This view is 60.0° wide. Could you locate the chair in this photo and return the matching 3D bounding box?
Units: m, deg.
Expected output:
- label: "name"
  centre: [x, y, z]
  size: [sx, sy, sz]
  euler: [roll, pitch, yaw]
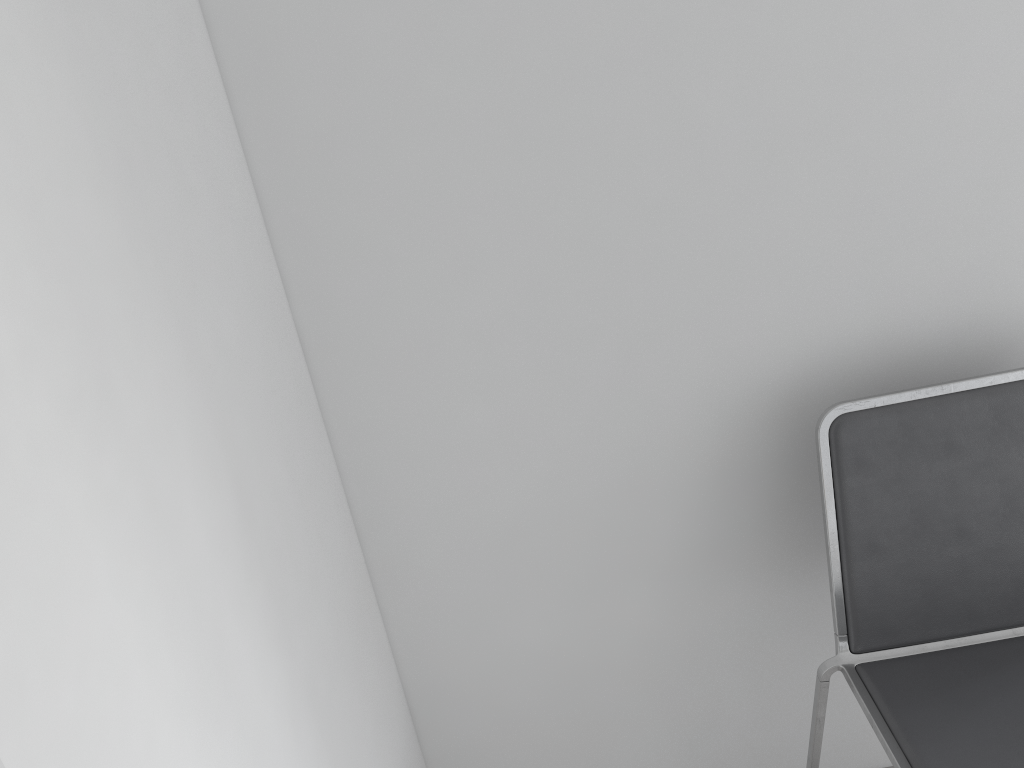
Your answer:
- label: "chair"
  centre: [0.712, 0.450, 1.141]
  size: [0.562, 0.796, 0.525]
  euler: [-11, 21, 2]
